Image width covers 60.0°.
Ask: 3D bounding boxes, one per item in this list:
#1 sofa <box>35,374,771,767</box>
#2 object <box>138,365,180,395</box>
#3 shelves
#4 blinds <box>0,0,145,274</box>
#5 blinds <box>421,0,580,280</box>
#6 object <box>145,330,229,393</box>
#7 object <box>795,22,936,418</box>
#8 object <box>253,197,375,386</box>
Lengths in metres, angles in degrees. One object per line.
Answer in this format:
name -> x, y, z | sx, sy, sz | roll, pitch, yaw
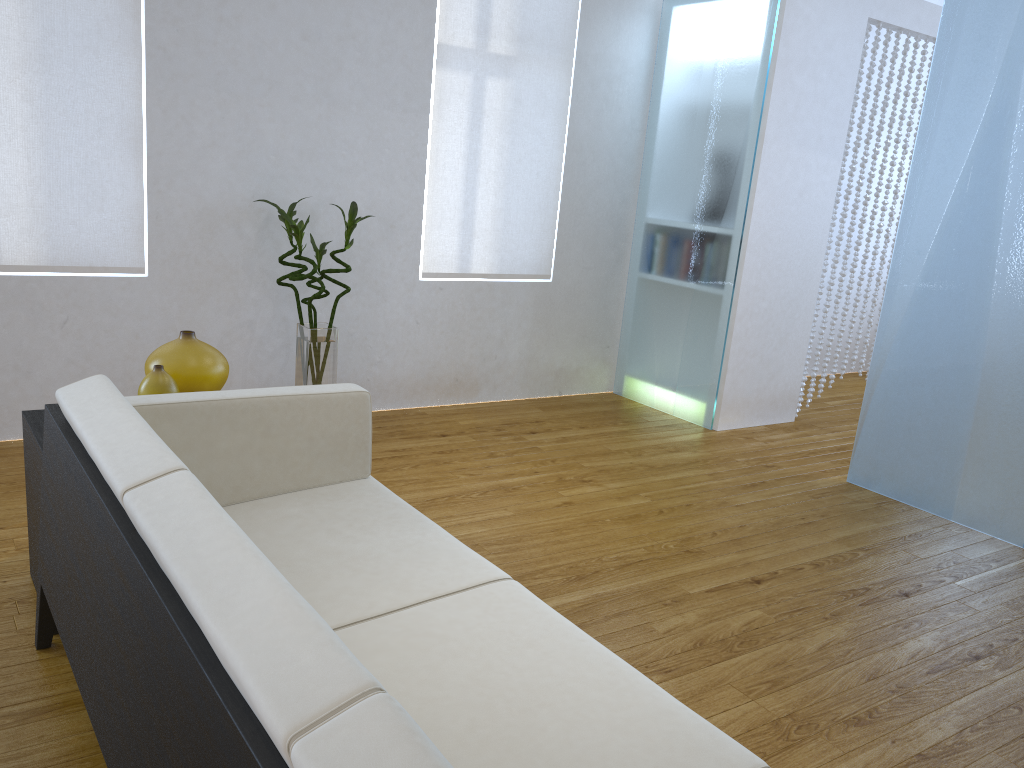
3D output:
sofa -> 0.453, 0.480, 1.720 | 9.711, 0.684, 5.303 | -4, 16, -35
object -> -0.865, 0.034, 2.172 | 0.095, 0.161, 0.095 | 7, 15, 5
shelves -> -0.857, 0.307, 2.360 | 0.729, 0.455, 0.347 | -4, 17, -35
blinds -> -1.641, -1.430, 2.960 | 0.760, 2.127, 0.007 | -5, 18, -34
blinds -> -0.015, -1.541, 4.088 | 0.760, 2.128, 0.007 | -5, 18, -34
object -> -0.853, -0.031, 2.330 | 0.207, 0.217, 0.205 | 7, 14, 5
object -> 1.994, -0.822, 4.809 | 0.922, 2.031, 0.050 | -5, 18, -35
object -> -0.855, -0.270, 3.643 | 0.379, 0.988, 0.481 | 13, 16, 26
